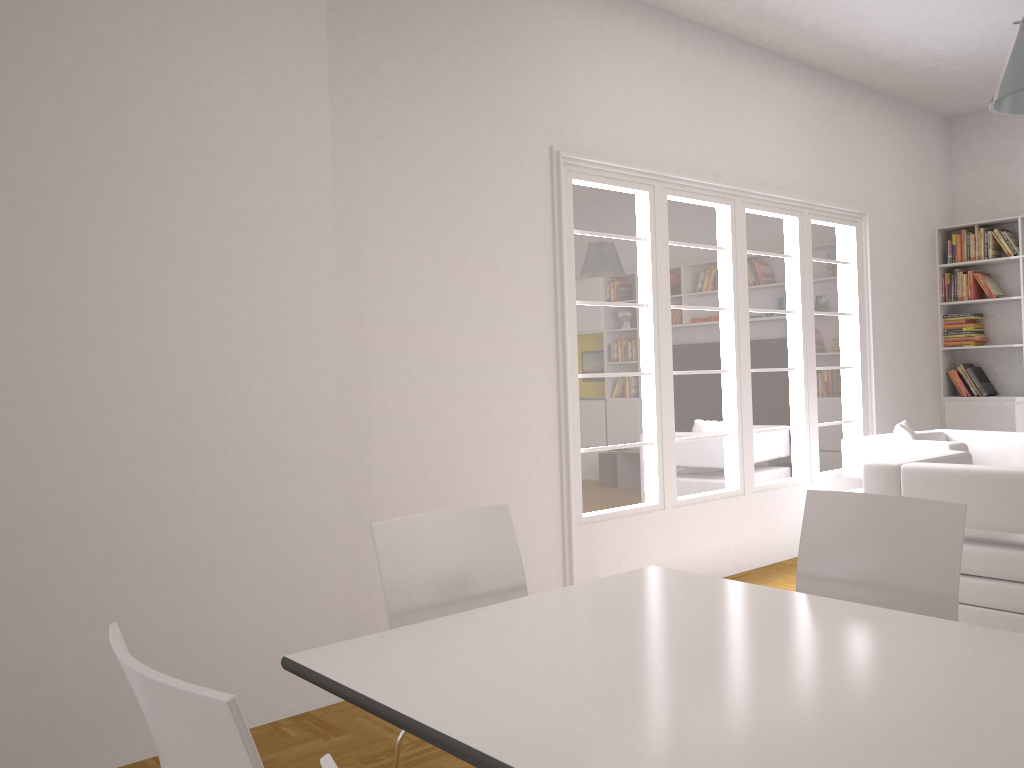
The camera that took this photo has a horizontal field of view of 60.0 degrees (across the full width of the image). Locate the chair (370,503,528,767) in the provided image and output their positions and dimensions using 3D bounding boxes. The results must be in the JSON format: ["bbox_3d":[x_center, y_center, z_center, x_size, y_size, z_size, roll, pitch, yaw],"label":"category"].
[{"bbox_3d":[-0.025,0.825,2.311,0.561,0.931,0.575,-1,-1,-40],"label":"chair"}]

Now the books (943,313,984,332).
[{"bbox_3d":[3.900,-0.526,7.663,0.207,0.153,0.252,-2,0,-40],"label":"books"}]

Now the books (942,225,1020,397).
[{"bbox_3d":[5.055,-0.641,6.283,0.235,1.456,3.861,-1,0,-40],"label":"books"}]

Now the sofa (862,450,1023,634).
[{"bbox_3d":[2.818,0.756,3.447,0.822,0.849,2.621,-2,0,-40],"label":"sofa"}]

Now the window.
[{"bbox_3d":[1.482,-0.051,5.841,3.351,2.528,0.195,-2,-1,-40],"label":"window"}]

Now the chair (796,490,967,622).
[{"bbox_3d":[0.900,0.796,2.401,0.575,0.931,0.561,-1,-1,-40],"label":"chair"}]

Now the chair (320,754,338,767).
[{"bbox_3d":[0.161,0.830,0.867,0.575,0.931,0.561,-1,-1,-40],"label":"chair"}]

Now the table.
[{"bbox_3d":[0.757,0.908,1.369,1.211,0.722,2.410,-2,0,-40],"label":"table"}]

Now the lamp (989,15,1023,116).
[{"bbox_3d":[1.965,-1.661,3.206,0.464,1.250,0.464,-1,-1,-41],"label":"lamp"}]

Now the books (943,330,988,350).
[{"bbox_3d":[3.915,-0.378,7.649,0.207,0.153,0.283,-2,0,-40],"label":"books"}]

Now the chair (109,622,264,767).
[{"bbox_3d":[-0.294,0.840,1.401,0.575,0.931,0.561,-1,-1,-40],"label":"chair"}]

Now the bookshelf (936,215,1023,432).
[{"bbox_3d":[5.579,-0.152,5.733,0.389,2.480,5.363,-1,0,-40],"label":"bookshelf"}]

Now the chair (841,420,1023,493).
[{"bbox_3d":[2.834,0.693,5.748,1.096,0.911,0.801,-2,0,-31],"label":"chair"}]
